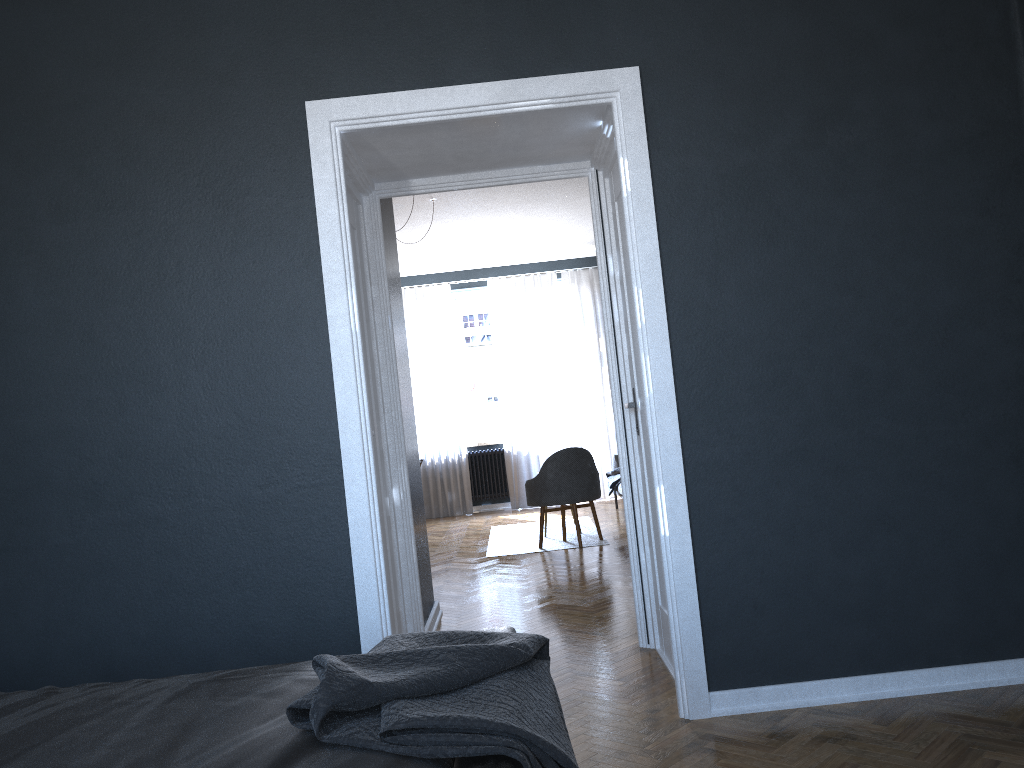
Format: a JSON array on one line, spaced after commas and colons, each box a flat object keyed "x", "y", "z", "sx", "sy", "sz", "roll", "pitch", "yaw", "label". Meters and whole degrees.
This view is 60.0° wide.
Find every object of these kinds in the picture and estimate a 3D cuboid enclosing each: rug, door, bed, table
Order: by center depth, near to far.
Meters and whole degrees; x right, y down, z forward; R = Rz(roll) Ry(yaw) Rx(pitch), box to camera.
[{"x": -1.063, "y": 0.690, "z": 1.314, "sx": 2.375, "sy": 1.161, "sz": 2.266, "roll": -6, "pitch": -2, "yaw": 0, "label": "bed"}, {"x": -0.608, "y": 0.208, "z": 3.593, "sx": 0.162, "sy": 2.186, "sz": 0.857, "roll": -6, "pitch": -1, "yaw": 0, "label": "door"}, {"x": 0.569, "y": 0.082, "z": 3.597, "sx": 0.162, "sy": 2.186, "sz": 0.857, "roll": -6, "pitch": -1, "yaw": 0, "label": "door"}, {"x": 0.287, "y": 1.382, "z": 8.126, "sx": 1.003, "sy": 0.013, "sz": 2.012, "roll": -6, "pitch": -2, "yaw": 0, "label": "rug"}, {"x": 0.428, "y": 1.098, "z": 8.267, "sx": 0.339, "sy": 0.549, "sz": 0.788, "roll": -6, "pitch": -2, "yaw": 0, "label": "table"}]

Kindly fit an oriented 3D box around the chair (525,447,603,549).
[{"x": 0.471, "y": 0.924, "z": 7.339, "sx": 0.644, "sy": 0.811, "sz": 0.495, "roll": -5, "pitch": -2, "yaw": -22, "label": "chair"}]

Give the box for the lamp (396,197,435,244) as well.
[{"x": -1.202, "y": -0.708, "z": 7.526, "sx": 1.592, "sy": 1.574, "sz": 0.582, "roll": -7, "pitch": -2, "yaw": 31, "label": "lamp"}]

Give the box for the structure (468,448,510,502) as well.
[{"x": -0.831, "y": 1.150, "z": 10.707, "sx": 1.846, "sy": 0.600, "sz": 0.216, "roll": -6, "pitch": -1, "yaw": 0, "label": "structure"}]

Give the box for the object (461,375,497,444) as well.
[{"x": -0.474, "y": 0.311, "z": 10.752, "sx": 0.514, "sy": 0.809, "sz": 0.600, "roll": -5, "pitch": -2, "yaw": -26, "label": "object"}]

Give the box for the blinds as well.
[{"x": -0.243, "y": 0.125, "z": 10.667, "sx": 3.992, "sy": 2.788, "sz": 0.312, "roll": -6, "pitch": -1, "yaw": 0, "label": "blinds"}]

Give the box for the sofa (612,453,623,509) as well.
[{"x": 1.510, "y": 0.863, "z": 8.483, "sx": 0.970, "sy": 0.798, "sz": 2.341, "roll": -6, "pitch": -2, "yaw": -1, "label": "sofa"}]

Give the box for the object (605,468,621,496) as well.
[{"x": 1.207, "y": 0.941, "z": 9.058, "sx": 0.490, "sy": 0.329, "sz": 0.666, "roll": -6, "pitch": -2, "yaw": 5, "label": "object"}]

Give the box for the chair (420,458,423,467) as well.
[{"x": -1.008, "y": 1.104, "z": 8.012, "sx": 0.467, "sy": 0.819, "sz": 0.363, "roll": -6, "pitch": -1, "yaw": -1, "label": "chair"}]
